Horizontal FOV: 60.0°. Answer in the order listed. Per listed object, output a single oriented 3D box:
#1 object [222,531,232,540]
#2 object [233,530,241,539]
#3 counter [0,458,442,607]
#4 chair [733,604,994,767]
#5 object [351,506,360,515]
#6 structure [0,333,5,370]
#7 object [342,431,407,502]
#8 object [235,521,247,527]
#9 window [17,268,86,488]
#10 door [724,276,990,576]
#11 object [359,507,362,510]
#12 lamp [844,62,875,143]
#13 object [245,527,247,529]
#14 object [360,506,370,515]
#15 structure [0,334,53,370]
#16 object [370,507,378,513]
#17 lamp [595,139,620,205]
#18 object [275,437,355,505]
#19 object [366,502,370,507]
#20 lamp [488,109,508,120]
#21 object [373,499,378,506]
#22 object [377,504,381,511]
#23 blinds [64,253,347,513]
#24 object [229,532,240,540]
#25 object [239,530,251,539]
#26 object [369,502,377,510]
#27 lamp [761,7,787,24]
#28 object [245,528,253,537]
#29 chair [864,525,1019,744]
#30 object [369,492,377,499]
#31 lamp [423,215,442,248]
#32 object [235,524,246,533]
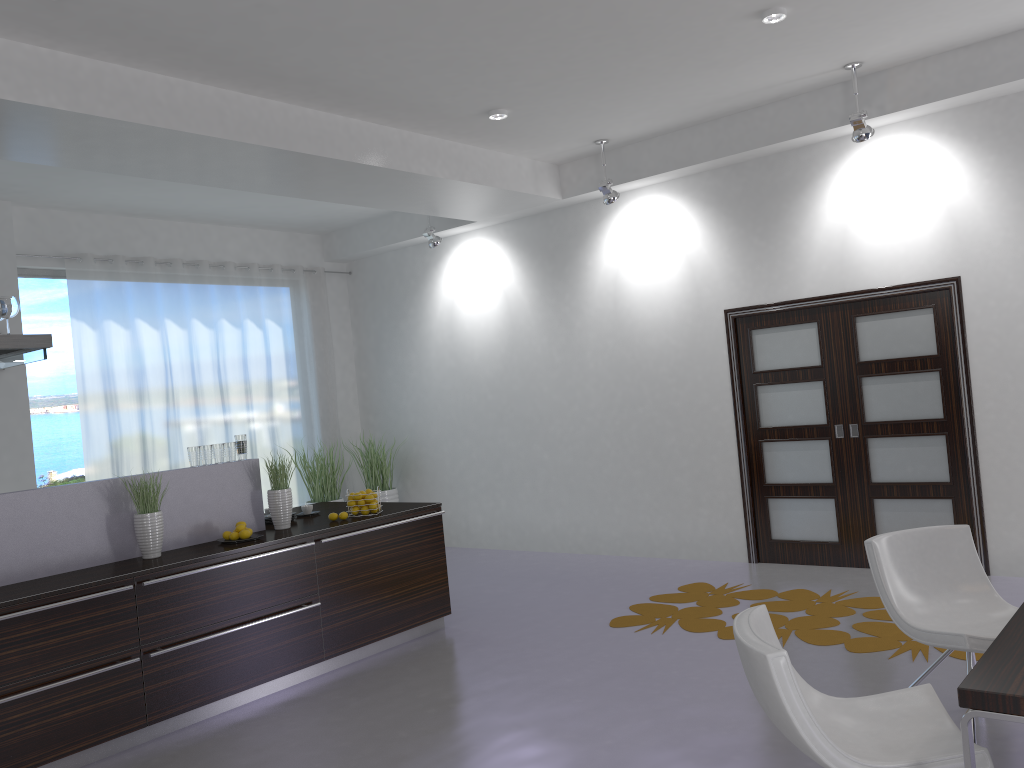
[{"bbox_3d":[-1.647,0.879,5.141,0.061,0.054,0.052,-5,0,-3],"label":"object"},{"bbox_3d":[-1.600,0.875,5.177,0.071,0.060,0.057,-6,-1,41],"label":"object"},{"bbox_3d":[-2.003,1.155,5.211,1.302,1.300,3.291,-6,-1,39],"label":"counter"},{"bbox_3d":[1.005,1.095,2.604,0.620,0.805,0.508,-6,0,9],"label":"chair"},{"bbox_3d":[-1.017,0.823,5.764,0.052,0.057,0.060,-6,-1,41],"label":"object"},{"bbox_3d":[-4.191,-0.251,6.920,0.076,0.505,0.505,-6,-1,39],"label":"structure"},{"bbox_3d":[-1.465,1.120,9.426,0.713,1.334,0.656,-6,0,24],"label":"object"},{"bbox_3d":[-1.588,0.829,5.197,0.063,0.048,0.053,-6,0,5],"label":"object"},{"bbox_3d":[-3.209,0.192,8.583,0.100,2.500,3.000,-6,-1,39],"label":"window"},{"bbox_3d":[2.559,0.348,6.710,1.764,2.061,0.220,-6,-1,39],"label":"door"},{"bbox_3d":[-0.974,0.819,5.810,0.057,0.060,0.052,-5,-1,-45],"label":"object"},{"bbox_3d":[2.300,-1.858,5.890,0.150,0.511,0.185,-6,-1,39],"label":"lamp"},{"bbox_3d":[-1.575,0.869,5.223,0.051,0.053,0.063,-5,0,-10],"label":"object"},{"bbox_3d":[-0.956,0.823,5.771,0.064,0.063,0.074,-5,-1,-30],"label":"object"},{"bbox_3d":[-3.142,-0.685,4.605,0.915,1.231,0.981,-6,-1,39],"label":"structure"},{"bbox_3d":[-0.905,0.820,5.798,0.051,0.053,0.063,-5,-1,-43],"label":"object"},{"bbox_3d":[0.764,-1.701,7.161,0.150,0.511,0.185,-6,-1,39],"label":"lamp"},{"bbox_3d":[-1.859,1.154,8.896,0.656,1.334,0.713,-6,-1,40],"label":"object"},{"bbox_3d":[-0.933,0.784,5.821,0.051,0.053,0.062,-5,-1,-42],"label":"object"},{"bbox_3d":[-0.097,-1.866,6.142,0.132,0.035,0.132,-6,0,12],"label":"lamp"},{"bbox_3d":[-0.903,0.784,5.827,0.051,0.055,0.061,-6,0,19],"label":"object"},{"bbox_3d":[-0.895,0.820,5.885,0.053,0.052,0.062,-5,0,-11],"label":"object"},{"bbox_3d":[-2.796,0.342,8.712,0.120,3.112,2.830,-6,-1,39],"label":"blinds"},{"bbox_3d":[-1.599,0.878,5.112,0.053,0.051,0.063,-6,-1,43],"label":"object"},{"bbox_3d":[-1.540,0.868,5.111,0.060,0.058,0.070,-6,-1,38],"label":"object"},{"bbox_3d":[-0.904,0.791,5.758,0.052,0.054,0.061,-6,0,17],"label":"object"},{"bbox_3d":[1.439,-2.023,4.871,0.132,0.035,0.132,-5,0,-7],"label":"lamp"},{"bbox_3d":[-1.542,0.869,5.176,0.052,0.054,0.061,-6,0,17],"label":"object"},{"bbox_3d":[1.836,1.024,3.601,0.508,0.805,0.620,-5,0,-16],"label":"chair"},{"bbox_3d":[-0.912,0.735,5.831,0.051,0.053,0.063,-5,-1,-38],"label":"object"},{"bbox_3d":[-0.772,-1.544,8.432,0.150,0.511,0.185,-6,-1,39],"label":"lamp"},{"bbox_3d":[-1.576,0.838,5.145,0.053,0.047,0.061,-6,-1,43],"label":"object"}]
